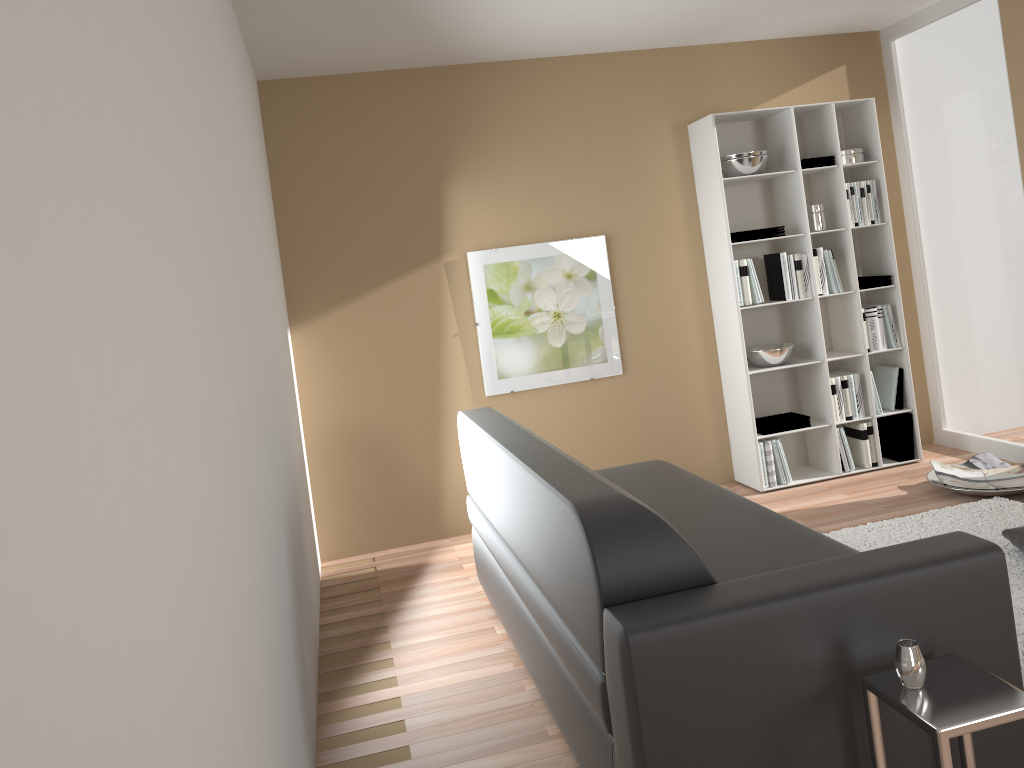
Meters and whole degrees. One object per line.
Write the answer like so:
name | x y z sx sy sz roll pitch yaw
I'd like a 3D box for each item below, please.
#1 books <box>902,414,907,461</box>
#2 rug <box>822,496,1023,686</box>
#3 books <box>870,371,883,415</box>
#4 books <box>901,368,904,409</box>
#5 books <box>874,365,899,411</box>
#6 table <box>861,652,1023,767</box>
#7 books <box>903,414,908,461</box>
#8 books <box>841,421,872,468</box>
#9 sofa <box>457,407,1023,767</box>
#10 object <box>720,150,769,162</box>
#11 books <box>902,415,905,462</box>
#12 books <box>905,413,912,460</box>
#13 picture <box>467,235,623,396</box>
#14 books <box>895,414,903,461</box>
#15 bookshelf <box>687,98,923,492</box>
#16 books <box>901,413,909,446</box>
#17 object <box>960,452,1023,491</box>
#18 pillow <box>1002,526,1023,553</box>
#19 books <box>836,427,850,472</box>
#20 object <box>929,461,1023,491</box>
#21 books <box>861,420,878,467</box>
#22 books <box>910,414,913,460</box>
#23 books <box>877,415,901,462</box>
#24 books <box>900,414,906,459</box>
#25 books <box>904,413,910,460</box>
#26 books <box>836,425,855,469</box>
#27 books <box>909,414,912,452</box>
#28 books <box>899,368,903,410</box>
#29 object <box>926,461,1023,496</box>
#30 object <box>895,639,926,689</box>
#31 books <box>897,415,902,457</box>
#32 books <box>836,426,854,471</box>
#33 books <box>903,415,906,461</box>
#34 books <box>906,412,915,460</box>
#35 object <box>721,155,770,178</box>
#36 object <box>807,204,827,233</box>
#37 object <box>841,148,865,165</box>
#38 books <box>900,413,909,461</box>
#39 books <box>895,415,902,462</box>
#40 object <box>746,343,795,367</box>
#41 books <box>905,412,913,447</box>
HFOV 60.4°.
books | 2.279 0.306 5.243 0.032 0.268 0.211 -8 3 -11
rug | 1.872 0.758 3.112 1.454 0.045 2.031 -9 7 -11
books | 2.095 0.043 5.213 0.060 0.259 0.208 -8 3 -11
books | 2.280 0.019 5.283 0.043 0.238 0.211 -8 3 -11
books | 2.238 0.021 5.276 0.085 0.245 0.208 -8 3 -11
table | 0.893 0.836 1.745 0.228 0.469 0.238 -8 1 -11
books | 2.285 0.306 5.244 0.032 0.268 0.211 -8 3 -11
books | 2.028 0.347 5.181 0.040 0.258 0.208 -8 3 -11
sofa | 0.474 0.549 2.976 0.954 0.831 2.265 -8 6 -11
object | 1.354 -1.283 5.141 0.297 0.106 0.302 -2 8 43
books | 2.263 0.309 5.239 0.032 0.268 0.211 -8 3 -11
books | 2.306 0.300 5.247 0.032 0.272 0.217 -8 3 -11
picture | 0.196 -0.397 5.019 0.818 0.816 0.019 -8 0 -12
books | 2.251 0.308 5.240 0.032 0.270 0.214 -8 3 -11
bookshelf | 1.726 -0.550 5.205 1.042 2.140 0.332 -8 0 -12
books | 2.294 0.301 5.249 0.032 0.270 0.214 -8 3 -11
object | 2.484 0.469 4.529 0.344 0.096 0.500 -9 7 -11
pillow | 2.212 0.599 3.226 0.607 0.209 0.587 -6 6 14
books | 1.880 0.368 5.155 0.060 0.259 0.208 -8 3 -11
object | 2.438 0.466 4.505 0.497 0.096 0.346 -5 7 18
books | 2.067 0.340 5.194 0.040 0.258 0.208 -8 3 -11
books | 2.316 0.300 5.251 0.032 0.268 0.211 -8 3 -11
books | 2.236 0.313 5.234 0.032 0.268 0.211 -8 3 -11
books | 2.273 0.305 5.242 0.032 0.273 0.219 -8 3 -11
books | 2.299 0.301 5.251 0.032 0.270 0.214 -8 3 -11
books | 1.920 0.361 5.176 0.058 0.257 0.208 -8 3 -11
books | 2.311 0.301 5.250 0.032 0.268 0.211 -8 3 -11
books | 2.273 0.018 5.281 0.043 0.242 0.219 -8 3 -11
object | 2.440 0.497 4.490 0.591 0.063 0.583 -13 8 -36
object | 0.802 0.564 1.772 0.058 0.086 0.057 -9 3 -41
books | 2.246 0.309 5.239 0.032 0.270 0.214 -8 3 -11
books | 1.907 0.367 5.157 0.058 0.257 0.208 -8 3 -11
books | 2.268 0.308 5.240 0.032 0.268 0.211 -8 3 -11
books | 2.327 0.298 5.253 0.032 0.268 0.211 -8 3 -11
object | 1.358 -1.256 5.140 0.297 0.106 0.302 -2 8 43
object | 1.791 -0.974 5.168 0.093 0.161 0.094 -8 2 3
object | 2.005 -1.349 5.261 0.190 0.090 0.194 -4 7 30
books | 2.290 0.305 5.244 0.032 0.269 0.212 -8 3 -11
books | 2.242 0.312 5.233 0.032 0.269 0.212 -8 3 -11
object | 1.504 -0.163 5.138 0.297 0.106 0.302 -2 8 43
books | 2.321 0.297 5.252 0.032 0.273 0.219 -8 3 -11
